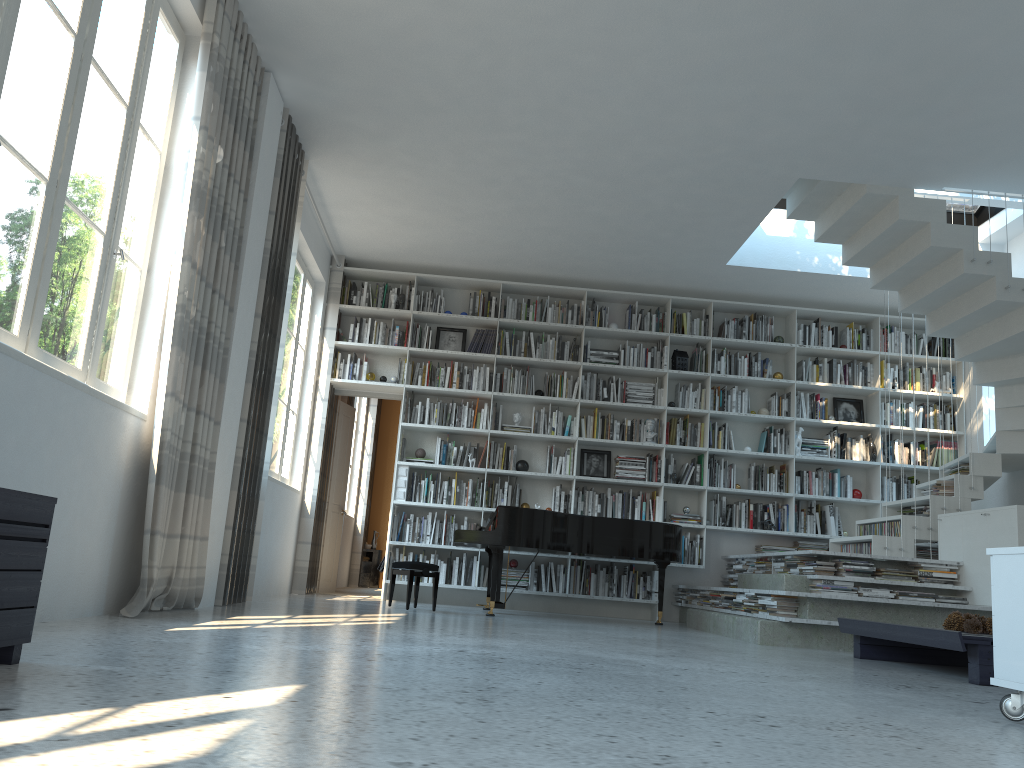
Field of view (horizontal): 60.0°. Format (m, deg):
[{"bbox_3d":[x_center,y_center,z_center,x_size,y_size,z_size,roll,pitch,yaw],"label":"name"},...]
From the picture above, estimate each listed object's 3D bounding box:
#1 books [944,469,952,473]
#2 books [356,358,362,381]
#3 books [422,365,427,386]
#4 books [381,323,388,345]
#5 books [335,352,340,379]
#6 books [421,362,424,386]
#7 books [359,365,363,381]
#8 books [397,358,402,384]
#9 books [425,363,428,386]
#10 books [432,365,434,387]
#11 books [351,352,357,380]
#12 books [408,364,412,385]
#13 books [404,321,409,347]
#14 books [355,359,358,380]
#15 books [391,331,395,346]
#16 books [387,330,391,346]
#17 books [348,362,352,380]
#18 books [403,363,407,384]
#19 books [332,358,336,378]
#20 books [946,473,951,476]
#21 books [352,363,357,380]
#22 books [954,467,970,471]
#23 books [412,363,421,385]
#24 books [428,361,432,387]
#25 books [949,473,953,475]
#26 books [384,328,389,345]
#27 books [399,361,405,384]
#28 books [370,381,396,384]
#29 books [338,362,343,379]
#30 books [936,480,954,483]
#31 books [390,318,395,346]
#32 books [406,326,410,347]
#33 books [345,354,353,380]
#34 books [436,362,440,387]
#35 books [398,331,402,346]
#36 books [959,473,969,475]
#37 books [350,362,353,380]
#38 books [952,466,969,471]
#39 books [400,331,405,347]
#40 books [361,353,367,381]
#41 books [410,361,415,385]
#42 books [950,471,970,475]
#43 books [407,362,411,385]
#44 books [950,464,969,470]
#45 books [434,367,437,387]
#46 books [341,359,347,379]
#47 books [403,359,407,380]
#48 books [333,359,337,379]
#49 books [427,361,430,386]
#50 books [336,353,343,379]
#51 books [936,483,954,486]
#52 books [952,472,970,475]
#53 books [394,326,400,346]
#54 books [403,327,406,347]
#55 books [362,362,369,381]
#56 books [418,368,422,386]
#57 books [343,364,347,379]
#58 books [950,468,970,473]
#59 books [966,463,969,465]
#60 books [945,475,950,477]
[{"bbox_3d":[3.878,0.756,7.692,0.190,0.015,0.231,2,-12,12],"label":"books"},{"bbox_3d":[-1.489,-0.112,8.627,0.021,0.236,0.189,5,-12,-2],"label":"books"},{"bbox_3d":[-0.856,-0.050,8.668,0.030,0.229,0.172,5,-12,-2],"label":"books"},{"bbox_3d":[-1.257,-0.456,8.722,0.030,0.250,0.166,5,-12,-2],"label":"books"},{"bbox_3d":[-1.700,-0.153,8.666,0.013,0.302,0.135,5,-12,-2],"label":"books"},{"bbox_3d":[-0.875,-0.067,8.675,0.010,0.262,0.151,5,-12,-2],"label":"books"},{"bbox_3d":[-1.468,-0.079,8.663,0.029,0.191,0.135,5,-12,-2],"label":"books"},{"bbox_3d":[-1.102,-0.098,8.666,0.012,0.284,0.160,5,-12,-2],"label":"books"},{"bbox_3d":[-0.833,-0.060,8.670,0.014,0.252,0.187,5,-12,-2],"label":"books"},{"bbox_3d":[-0.773,-0.051,8.682,0.047,0.249,0.134,5,-12,-2],"label":"books"},{"bbox_3d":[-1.538,-0.145,8.635,0.013,0.296,0.187,5,-12,-2],"label":"books"},{"bbox_3d":[-0.992,-0.062,8.668,0.022,0.232,0.151,5,-12,-2],"label":"books"},{"bbox_3d":[-1.037,-0.456,8.745,0.014,0.293,0.173,5,-12,-2],"label":"books"},{"bbox_3d":[-1.506,-0.107,8.650,0.010,0.233,0.165,5,-12,-2],"label":"books"},{"bbox_3d":[-1.162,-0.410,8.736,0.031,0.182,0.151,5,-12,-2],"label":"books"},{"bbox_3d":[-1.203,-0.419,8.745,0.029,0.197,0.144,5,-12,-2],"label":"books"},{"bbox_3d":[-1.573,-0.099,8.664,0.023,0.213,0.141,5,-12,-2],"label":"books"},{"bbox_3d":[-1.033,-0.069,8.632,0.021,0.224,0.232,5,-12,-2],"label":"books"},{"bbox_3d":[-1.728,-0.124,8.634,0.013,0.227,0.179,5,-12,-2],"label":"books"},{"bbox_3d":[3.881,0.783,7.685,0.168,0.005,0.292,1,-13,16],"label":"books"},{"bbox_3d":[-1.525,-0.089,8.639,0.024,0.192,0.181,5,-12,-2],"label":"books"},{"bbox_3d":[3.815,0.719,7.403,0.144,0.011,0.257,3,-12,5],"label":"books"},{"bbox_3d":[-0.938,-0.068,8.680,0.062,0.257,0.153,5,-12,-2],"label":"books"},{"bbox_3d":[-0.800,-0.071,8.666,0.011,0.277,0.164,5,-12,-2],"label":"books"},{"bbox_3d":[3.882,0.789,7.683,0.162,0.008,0.290,1,-13,17],"label":"books"},{"bbox_3d":[-1.231,-0.431,8.737,0.028,0.211,0.139,5,-12,-2],"label":"books"},{"bbox_3d":[-1.076,-0.083,8.686,0.044,0.268,0.134,5,-12,-2],"label":"books"},{"bbox_3d":[-1.266,0.000,8.645,0.285,0.012,0.160,4,-12,0],"label":"books"},{"bbox_3d":[-1.660,-0.101,8.642,0.029,0.196,0.161,5,-12,-2],"label":"books"},{"bbox_3d":[3.569,0.801,7.166,0.234,0.025,0.158,-4,-15,35],"label":"books"},{"bbox_3d":[-1.178,-0.474,8.732,0.012,0.302,0.189,5,-12,-2],"label":"books"},{"bbox_3d":[-1.014,-0.438,8.759,0.037,0.268,0.113,5,-12,-2],"label":"books"},{"bbox_3d":[-1.592,-0.137,8.653,0.022,0.281,0.157,5,-12,-2],"label":"books"},{"bbox_3d":[-0.731,-0.061,8.687,0.012,0.276,0.151,5,-12,-2],"label":"books"},{"bbox_3d":[-1.103,-0.410,8.746,0.029,0.195,0.146,5,-12,-2],"label":"books"},{"bbox_3d":[3.789,0.773,7.395,0.182,0.013,0.288,2,-12,12],"label":"books"},{"bbox_3d":[-1.555,-0.098,8.643,0.011,0.205,0.163,5,-12,-2],"label":"books"},{"bbox_3d":[3.806,0.709,7.406,0.174,0.009,0.240,3,-12,7],"label":"books"},{"bbox_3d":[-1.075,-0.407,8.732,0.026,0.187,0.154,5,-12,-2],"label":"books"},{"bbox_3d":[-1.442,-0.134,8.655,0.013,0.298,0.179,5,-12,-2],"label":"books"},{"bbox_3d":[-0.974,-0.077,8.663,0.012,0.262,0.180,5,-12,-2],"label":"books"},{"bbox_3d":[3.799,0.748,7.399,0.187,0.009,0.261,3,-12,8],"label":"books"},{"bbox_3d":[-1.009,-0.072,8.678,0.012,0.253,0.161,5,-12,-2],"label":"books"},{"bbox_3d":[3.798,0.698,7.410,0.191,0.013,0.244,3,-12,9],"label":"books"},{"bbox_3d":[-0.745,-0.038,8.685,0.012,0.230,0.150,5,-12,-2],"label":"books"},{"bbox_3d":[-1.639,-0.113,8.637,0.010,0.219,0.181,5,-12,-2],"label":"books"},{"bbox_3d":[-1.047,-0.093,8.673,0.010,0.285,0.137,5,-12,-2],"label":"books"},{"bbox_3d":[-1.715,-0.120,8.635,0.013,0.221,0.163,5,-12,-2],"label":"books"},{"bbox_3d":[-0.816,-0.071,8.677,0.020,0.280,0.165,5,-12,-2],"label":"books"},{"bbox_3d":[-1.682,-0.146,8.642,0.023,0.281,0.171,5,-12,-2],"label":"books"},{"bbox_3d":[3.564,0.814,7.156,0.254,0.005,0.161,-3,-14,30],"label":"books"},{"bbox_3d":[3.790,0.759,7.398,0.191,0.014,0.244,2,-12,11],"label":"books"},{"bbox_3d":[-1.129,-0.435,8.720,0.029,0.228,0.191,5,-12,-2],"label":"books"},{"bbox_3d":[-1.054,-0.426,8.751,0.014,0.235,0.144,5,-12,-2],"label":"books"},{"bbox_3d":[-1.424,-0.092,8.634,0.029,0.211,0.187,5,-12,-2],"label":"books"},{"bbox_3d":[-0.895,-0.039,8.652,0.026,0.195,0.176,5,-12,-2],"label":"books"},{"bbox_3d":[-1.622,-0.089,8.659,0.029,0.184,0.135,5,-12,-2],"label":"books"},{"bbox_3d":[3.801,0.727,7.403,0.176,0.007,0.255,3,-12,6],"label":"books"},{"bbox_3d":[3.827,0.690,7.408,0.134,0.007,0.298,3,-12,7],"label":"books"},{"bbox_3d":[3.878,0.799,7.682,0.171,0.011,0.232,3,-12,9],"label":"books"}]
